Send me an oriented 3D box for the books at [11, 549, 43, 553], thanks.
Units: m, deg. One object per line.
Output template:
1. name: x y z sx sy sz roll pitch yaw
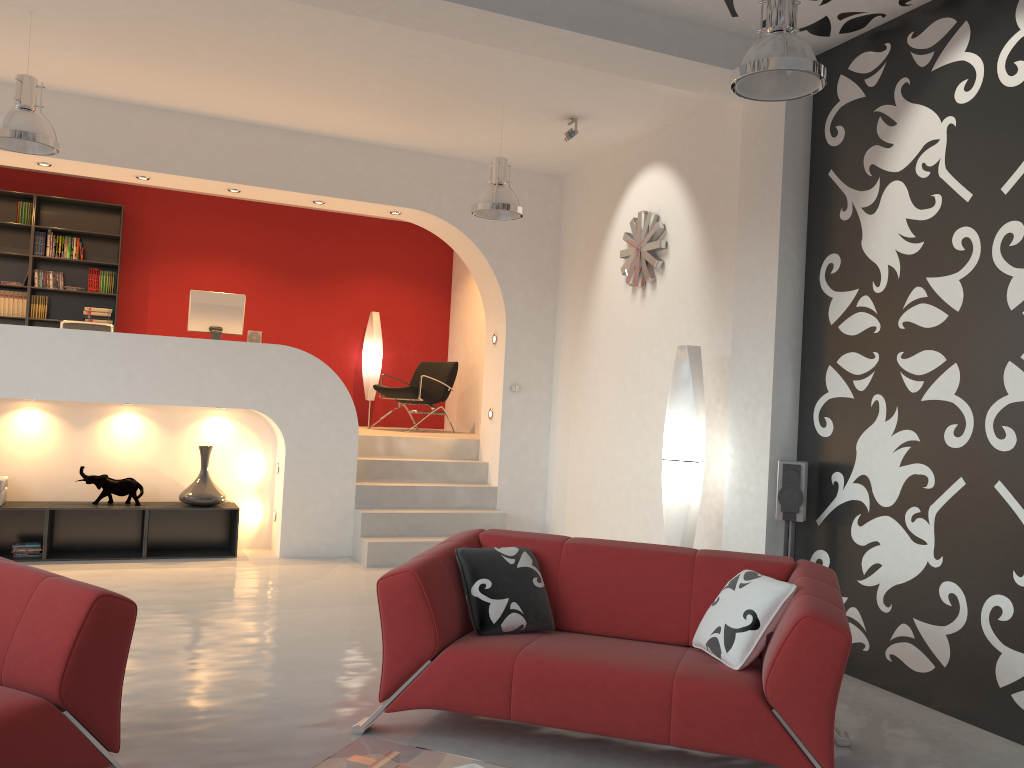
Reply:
1. books: -3.670 1.262 6.714 0.190 0.015 0.135 3 -1 -18

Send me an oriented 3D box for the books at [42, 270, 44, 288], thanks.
1. books: -4.828 -1.070 9.133 0.031 0.190 0.135 4 -1 -23

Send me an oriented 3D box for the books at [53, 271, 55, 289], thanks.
1. books: -4.732 -1.064 9.175 0.031 0.190 0.135 4 -1 -23

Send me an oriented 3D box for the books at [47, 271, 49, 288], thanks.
1. books: -4.787 -1.067 9.151 0.031 0.190 0.135 4 -1 -23

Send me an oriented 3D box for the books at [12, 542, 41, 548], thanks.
1. books: -3.674 1.217 6.712 0.190 0.015 0.135 4 -2 -28

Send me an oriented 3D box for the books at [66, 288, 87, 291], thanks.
1. books: -4.545 -0.979 9.256 0.190 0.015 0.135 4 -1 -23

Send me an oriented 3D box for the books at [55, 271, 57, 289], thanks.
1. books: -4.718 -1.063 9.181 0.031 0.190 0.135 4 -1 -23

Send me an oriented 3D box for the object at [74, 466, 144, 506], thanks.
1. object: -3.164 0.800 6.984 0.507 0.296 0.191 3 -1 -8

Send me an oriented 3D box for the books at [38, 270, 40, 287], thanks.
1. books: -4.856 -1.072 9.121 0.031 0.190 0.135 4 -1 -23

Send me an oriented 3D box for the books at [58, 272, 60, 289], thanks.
1. books: -4.691 -1.061 9.193 0.031 0.190 0.135 4 -1 -23

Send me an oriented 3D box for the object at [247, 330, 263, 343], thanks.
1. object: -2.285 -0.394 7.849 0.133 0.147 0.151 4 -2 -40

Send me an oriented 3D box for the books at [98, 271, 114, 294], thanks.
1. books: -4.284 -1.061 9.360 0.146 0.240 0.170 4 -1 -23

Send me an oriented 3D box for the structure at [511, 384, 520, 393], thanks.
1. structure: 0.031 0.038 8.073 0.080 0.080 0.016 4 -1 -23

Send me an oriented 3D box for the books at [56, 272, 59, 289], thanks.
1. books: -4.704 -1.062 9.187 0.031 0.190 0.135 4 -1 -23

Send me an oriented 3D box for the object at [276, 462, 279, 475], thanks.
1. object: -1.995 0.719 7.549 0.011 0.105 0.105 4 -1 -23

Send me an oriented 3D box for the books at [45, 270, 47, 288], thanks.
1. books: -4.801 -1.068 9.145 0.031 0.190 0.135 4 -1 -23

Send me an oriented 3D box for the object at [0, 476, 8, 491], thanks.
1. object: -4.013 0.736 6.595 0.430 0.077 0.349 4 -1 -23

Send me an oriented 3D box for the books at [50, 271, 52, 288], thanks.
1. books: -4.759 -1.066 9.163 0.031 0.190 0.135 4 -1 -23

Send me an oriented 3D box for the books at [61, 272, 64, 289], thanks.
1. books: -4.663 -1.060 9.205 0.031 0.190 0.135 4 -1 -23

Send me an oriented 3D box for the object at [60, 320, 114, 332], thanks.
1. object: -3.516 -0.398 7.349 0.397 0.217 0.458 4 -1 -23

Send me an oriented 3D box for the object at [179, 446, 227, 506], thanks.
1. object: -2.513 0.747 7.240 0.369 0.481 0.369 2 -2 32

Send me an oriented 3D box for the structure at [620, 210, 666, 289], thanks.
1. structure: 0.995 -1.038 6.848 0.090 0.596 0.596 4 -1 -23

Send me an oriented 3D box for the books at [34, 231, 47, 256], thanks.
1. books: -4.848 -1.421 9.117 0.090 0.256 0.181 4 -1 -23

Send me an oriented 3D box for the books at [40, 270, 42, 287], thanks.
1. books: -4.842 -1.071 9.127 0.031 0.190 0.135 4 -1 -23

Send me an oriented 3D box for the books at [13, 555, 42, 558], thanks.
1. books: -3.668 1.292 6.715 0.190 0.015 0.135 4 -2 -28

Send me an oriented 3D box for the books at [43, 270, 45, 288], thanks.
1. books: -4.814 -1.069 9.139 0.031 0.190 0.135 4 -1 -23

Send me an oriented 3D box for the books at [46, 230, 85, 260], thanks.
1. books: -4.621 -1.423 9.190 0.341 0.286 0.231 4 -1 -23

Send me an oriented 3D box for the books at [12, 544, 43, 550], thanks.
1. books: -3.663 1.232 6.709 0.190 0.015 0.135 4 -1 -23

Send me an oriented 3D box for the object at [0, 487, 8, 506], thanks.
1. object: -4.015 0.834 6.585 0.430 0.100 0.365 4 -1 -23

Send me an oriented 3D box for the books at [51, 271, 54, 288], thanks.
1. books: -4.746 -1.065 9.169 0.031 0.190 0.135 4 -1 -23

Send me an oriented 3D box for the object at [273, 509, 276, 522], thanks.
1. object: -2.016 1.119 7.540 0.011 0.105 0.105 4 -1 -23

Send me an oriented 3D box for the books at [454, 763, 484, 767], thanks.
1. books: -0.164 1.083 2.294 0.367 0.035 0.345 4 -2 -33

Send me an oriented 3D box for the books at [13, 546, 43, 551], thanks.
1. books: -3.663 1.247 6.716 0.190 0.015 0.135 4 -1 -23

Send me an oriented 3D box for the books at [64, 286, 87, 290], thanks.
1. books: -4.553 -0.995 9.252 0.190 0.015 0.135 3 -1 -18

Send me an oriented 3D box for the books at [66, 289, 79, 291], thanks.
1. books: -4.551 -0.965 9.253 0.190 0.015 0.135 4 -2 -28

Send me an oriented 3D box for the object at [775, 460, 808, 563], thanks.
1. object: 1.553 0.991 4.976 0.214 1.112 0.229 2 -1 22

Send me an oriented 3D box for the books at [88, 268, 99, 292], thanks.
1. books: -4.394 -1.076 9.313 0.090 0.256 0.181 4 -1 -23

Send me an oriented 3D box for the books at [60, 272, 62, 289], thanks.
1. books: -4.677 -1.060 9.199 0.031 0.190 0.135 4 -1 -23

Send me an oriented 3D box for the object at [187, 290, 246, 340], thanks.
1. object: -2.559 -0.566 7.676 0.458 0.452 0.230 4 -1 -23

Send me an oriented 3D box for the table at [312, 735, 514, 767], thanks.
1. table: -0.133 1.239 2.042 1.162 0.286 1.097 2 -1 22

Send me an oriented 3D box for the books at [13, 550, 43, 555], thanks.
1. books: -3.661 1.277 6.717 0.190 0.015 0.135 4 -1 -23
